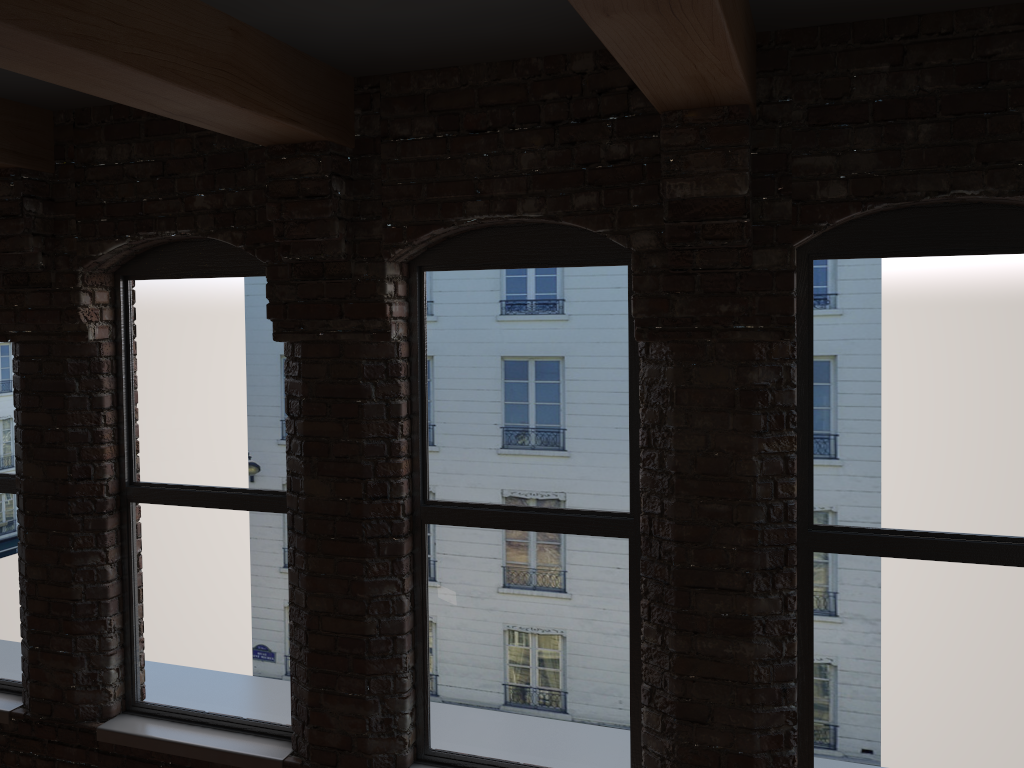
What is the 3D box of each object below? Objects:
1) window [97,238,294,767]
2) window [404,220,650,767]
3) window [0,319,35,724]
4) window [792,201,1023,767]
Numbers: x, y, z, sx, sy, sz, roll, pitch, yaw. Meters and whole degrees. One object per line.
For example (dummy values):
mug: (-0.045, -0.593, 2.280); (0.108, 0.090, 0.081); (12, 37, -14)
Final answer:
window: (-1.359, 0.468, 3.831); (0.968, 2.211, 0.235); (0, 2, 19)
window: (0.026, 0.489, 3.349); (0.968, 2.211, 0.235); (0, 2, 19)
window: (-2.745, 0.447, 4.312); (0.968, 2.211, 0.235); (0, 2, 19)
window: (1.411, 0.510, 2.868); (0.968, 2.211, 0.235); (0, 2, 19)
